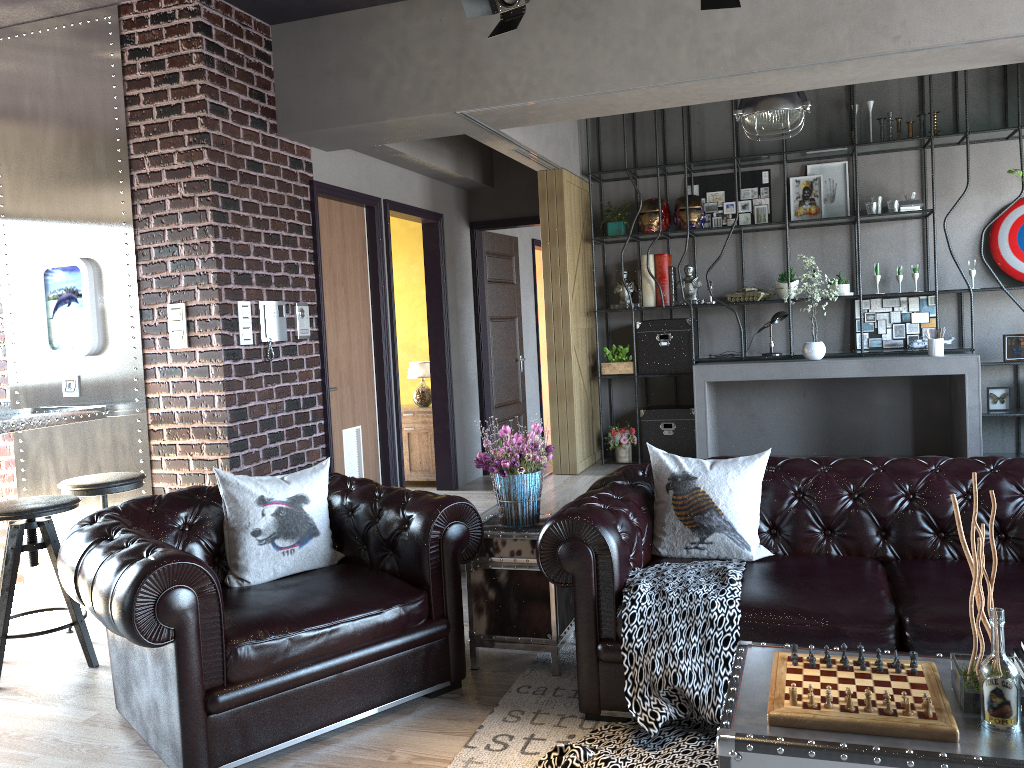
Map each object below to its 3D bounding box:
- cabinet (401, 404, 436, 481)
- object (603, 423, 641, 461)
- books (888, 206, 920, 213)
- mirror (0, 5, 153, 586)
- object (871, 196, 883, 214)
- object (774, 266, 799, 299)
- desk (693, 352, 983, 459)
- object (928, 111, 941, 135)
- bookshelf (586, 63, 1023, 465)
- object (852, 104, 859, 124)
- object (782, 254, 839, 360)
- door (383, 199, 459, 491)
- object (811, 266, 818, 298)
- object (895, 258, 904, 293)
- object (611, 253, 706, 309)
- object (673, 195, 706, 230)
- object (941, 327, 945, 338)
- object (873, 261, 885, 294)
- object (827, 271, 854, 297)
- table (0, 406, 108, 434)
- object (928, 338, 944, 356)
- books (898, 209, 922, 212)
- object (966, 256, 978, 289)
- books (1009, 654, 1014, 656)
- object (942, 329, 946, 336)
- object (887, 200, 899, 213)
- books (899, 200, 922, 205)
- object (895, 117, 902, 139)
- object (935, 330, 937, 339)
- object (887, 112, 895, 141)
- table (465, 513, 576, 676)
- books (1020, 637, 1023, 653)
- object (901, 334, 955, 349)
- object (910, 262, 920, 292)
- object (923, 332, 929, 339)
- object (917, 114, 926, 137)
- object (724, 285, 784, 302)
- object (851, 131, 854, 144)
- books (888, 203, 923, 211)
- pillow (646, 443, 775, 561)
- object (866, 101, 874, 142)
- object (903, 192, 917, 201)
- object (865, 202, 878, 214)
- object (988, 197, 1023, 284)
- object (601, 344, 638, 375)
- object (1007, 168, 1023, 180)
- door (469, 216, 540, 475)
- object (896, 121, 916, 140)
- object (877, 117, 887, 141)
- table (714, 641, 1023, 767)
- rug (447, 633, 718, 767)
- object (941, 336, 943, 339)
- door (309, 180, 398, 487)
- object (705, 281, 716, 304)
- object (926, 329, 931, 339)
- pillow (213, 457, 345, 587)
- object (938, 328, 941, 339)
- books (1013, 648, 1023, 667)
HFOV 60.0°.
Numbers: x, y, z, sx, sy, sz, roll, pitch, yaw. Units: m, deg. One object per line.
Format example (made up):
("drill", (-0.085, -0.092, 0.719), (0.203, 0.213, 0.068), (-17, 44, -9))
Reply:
("cabinet", (-1.293, 0.602, 8.761), (1.432, 0.749, 0.409), (-2, 3, 19))
("object", (0.987, 0.518, 8.071), (0.345, 0.362, 0.332), (-2, 3, 22))
("books", (3.257, -1.447, 7.371), (0.166, 0.024, 0.227), (-3, 4, -2))
("mirror", (-2.693, -0.464, 5.414), (1.048, 3.458, 0.050), (-2, 3, 19))
("object", (3.006, -1.462, 7.301), (0.087, 0.155, 0.087), (-1, 3, 31))
("object", (2.345, -0.874, 7.550), (0.137, 0.305, 0.193), (-5, 4, -37))
("desk", (2.658, 0.226, 7.408), (2.129, 0.885, 0.845), (-2, 3, 19))
("object", (3.391, -2.085, 7.118), (0.130, 0.232, 0.130), (-3, 3, -4))
("bookshelf", (2.917, -0.980, 7.423), (4.482, 3.280, 0.527), (-2, 3, 19))
("object", (2.914, -2.164, 7.514), (0.128, 0.390, 0.128), (-4, 3, -13))
("object", (2.412, -0.621, 7.075), (0.398, 0.851, 0.420), (-4, 3, -25))
("door", (-1.265, -0.231, 7.827), (1.098, 2.542, 1.151), (-2, 3, 19))
("object", (2.615, -0.878, 7.657), (0.113, 0.273, 0.113), (-4, 3, -15))
("object", (3.270, -0.916, 7.485), (0.113, 0.301, 0.113), (-1, 4, 38))
("object", (1.306, -0.924, 7.957), (0.833, 0.466, 0.290), (-2, 3, 19))
("object", (1.563, -1.505, 7.802), (0.280, 0.327, 0.400), (-2, 3, 9))
("object", (3.349, -0.351, 6.918), (0.052, 0.185, 0.009), (-2, 3, 21))
("object", (2.990, -0.874, 7.265), (0.113, 0.274, 0.113), (-2, 3, 23))
("object", (2.737, -0.840, 7.439), (0.235, 0.212, 0.235), (-5, 4, -26))
("table", (-2.911, 0.760, 4.715), (0.656, 1.129, 1.600), (-2, 3, 19))
("object", (3.306, -0.285, 6.919), (0.110, 0.137, 0.110), (-1, 4, 29))
("books", (3.265, -1.418, 7.364), (0.179, 0.034, 0.243), (-3, 4, 2))
("object", (3.730, -0.905, 7.188), (0.113, 0.270, 0.113), (-3, 3, 8))
("books", (1.490, 0.775, 2.275), (0.324, 0.035, 0.306), (-2, 4, 19))
("object", (3.345, -0.342, 6.907), (0.062, 0.169, 0.009), (-2, 3, 18))
("object", (3.082, -1.430, 7.167), (0.092, 0.099, 0.093), (-4, 3, -23))
("books", (3.257, -1.497, 7.363), (0.225, 0.029, 0.179), (-2, 4, 11))
("object", (3.202, -2.085, 7.336), (0.080, 0.226, 0.080), (-3, 3, -8))
("object", (3.324, -0.342, 6.953), (0.009, 0.167, 0.061), (-1, 3, 31))
("object", (3.073, -2.079, 7.200), (0.100, 0.243, 0.100), (-1, 3, 28))
("table", (0.056, 0.916, 3.955), (0.417, 0.609, 0.406), (-2, 3, 19))
("books", (1.487, 0.719, 2.272), (0.282, 0.026, 0.266), (-2, 4, 21))
("object", (3.408, -0.346, 7.307), (0.351, 0.111, 0.379), (-6, 4, -38))
("object", (3.278, -0.871, 7.208), (0.113, 0.246, 0.113), (-1, 4, 38))
("object", (3.290, -0.321, 6.936), (0.137, 0.190, 0.009), (-2, 3, 22))
("object", (3.344, -2.090, 7.236), (0.084, 0.232, 0.084), (-3, 3, 0))
("object", (2.114, -0.803, 7.695), (0.207, 0.170, 0.577), (-5, 4, -36))
("object", (2.813, -2.014, 7.290), (0.135, 0.129, 0.135), (-3, 3, -8))
("books", (3.269, -1.471, 7.367), (0.243, 0.024, 0.175), (-2, 4, 15))
("pillow", (0.829, 0.482, 3.739), (0.528, 0.468, 0.283), (-2, 3, 22))
("object", (2.998, -2.162, 7.411), (0.128, 0.390, 0.128), (-4, 3, -22))
("object", (3.290, -1.545, 7.324), (0.103, 0.068, 0.103), (-2, 3, 12))
("object", (2.928, -1.425, 7.220), (0.093, 0.099, 0.092), (-5, 4, -33))
("object", (4.256, -1.162, 7.143), (0.751, 0.739, 0.186), (-2, 3, 19))
("object", (0.962, -0.225, 7.958), (0.304, 0.265, 0.181), (-2, 3, 19))
("object", (4.182, -1.862, 6.717), (0.720, 1.025, 0.650), (-1, 4, 37))
("door", (0.347, -0.403, 9.254), (1.149, 2.542, 1.129), (-2, 3, 19))
("object", (3.219, -2.038, 7.163), (0.189, 0.152, 0.190), (0, 4, 42))
("object", (3.041, -2.078, 7.288), (0.084, 0.232, 0.084), (-6, 4, -44))
("table", (1.194, 1.035, 2.262), (1.254, 0.469, 0.685), (-2, 4, 19))
("rug", (1.052, 1.234, 2.892), (2.474, 0.003, 2.256), (-2, 4, 19))
("object", (3.325, -0.307, 6.899), (0.068, 0.159, 0.009), (-1, 3, 32))
("door", (-1.223, -0.153, 6.580), (0.219, 2.538, 1.003), (-2, 3, 19))
("object", (1.724, -0.799, 7.708), (0.093, 0.200, 0.093), (-2, 3, 14))
("object", (3.280, -0.331, 6.954), (0.023, 0.202, 0.046), (-5, 3, -35))
("pillow", (-0.996, 0.574, 3.849), (0.541, 0.502, 0.290), (-5, 4, -33))
("object", (3.342, -0.333, 6.941), (0.037, 0.204, 0.023), (-5, 3, -32))
("books", (1.484, 0.745, 2.262), (0.315, 0.026, 0.270), (-2, 4, 19))
